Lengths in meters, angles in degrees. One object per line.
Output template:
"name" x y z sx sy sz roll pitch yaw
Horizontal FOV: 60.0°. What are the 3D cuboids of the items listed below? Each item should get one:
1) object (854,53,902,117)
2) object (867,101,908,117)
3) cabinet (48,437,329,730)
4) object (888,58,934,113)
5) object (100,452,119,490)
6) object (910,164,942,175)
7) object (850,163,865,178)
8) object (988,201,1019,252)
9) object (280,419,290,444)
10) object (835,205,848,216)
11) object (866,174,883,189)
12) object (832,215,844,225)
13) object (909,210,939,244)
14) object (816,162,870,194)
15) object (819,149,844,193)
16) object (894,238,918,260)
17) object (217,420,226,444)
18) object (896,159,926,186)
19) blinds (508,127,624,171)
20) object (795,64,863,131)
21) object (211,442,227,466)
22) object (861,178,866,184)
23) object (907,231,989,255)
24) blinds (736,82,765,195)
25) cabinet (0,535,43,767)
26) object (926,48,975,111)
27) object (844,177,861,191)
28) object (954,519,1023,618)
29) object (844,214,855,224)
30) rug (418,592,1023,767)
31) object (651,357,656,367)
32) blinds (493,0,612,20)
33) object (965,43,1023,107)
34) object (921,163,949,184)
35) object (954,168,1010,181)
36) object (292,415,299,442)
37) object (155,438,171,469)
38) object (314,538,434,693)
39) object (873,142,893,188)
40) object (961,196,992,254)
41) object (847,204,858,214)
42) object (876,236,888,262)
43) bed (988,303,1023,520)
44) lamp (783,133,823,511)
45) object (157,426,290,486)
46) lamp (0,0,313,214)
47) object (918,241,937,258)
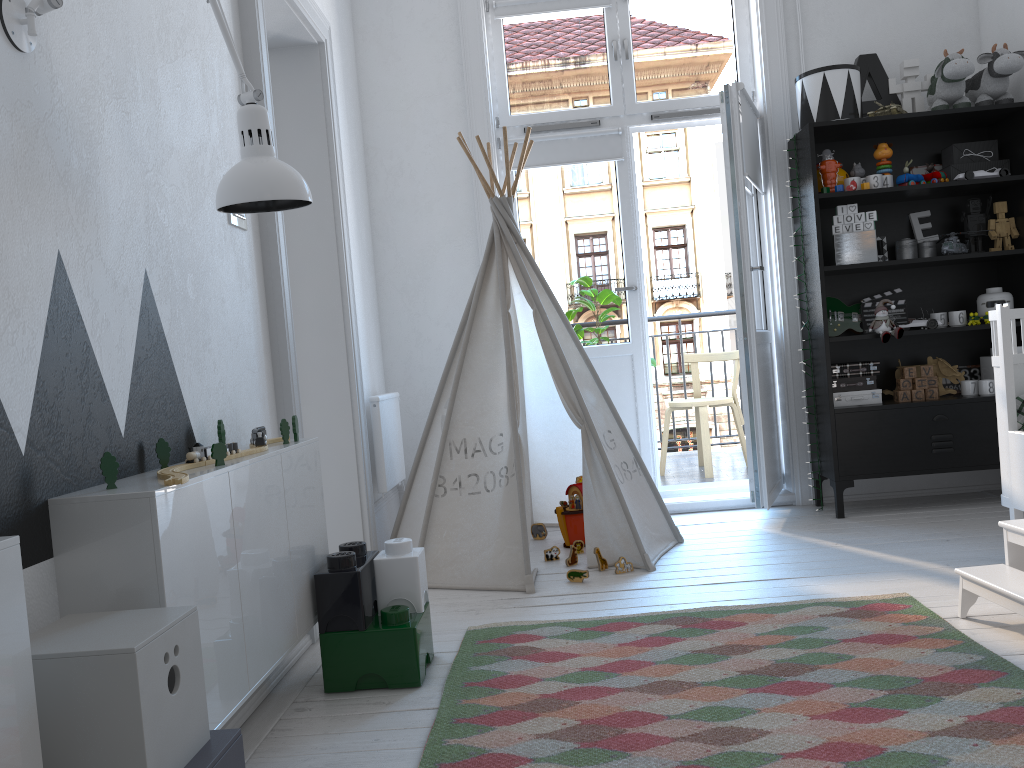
"object" 1.611 -1.307 4.000 0.343 0.344 0.057 -5 2 3
"object" 1.614 -1.181 3.821 0.121 0.100 0.338 -4 2 38
"cabinet" -0.615 0.390 1.906 0.183 0.454 0.970 -5 1 3
"object" 1.784 -1.294 3.961 0.190 0.291 0.065 -5 2 8
"object" -0.676 0.145 1.492 0.029 0.063 0.007 -6 2 -34
"object" 1.985 -0.935 4.008 0.347 0.132 0.037 -5 2 3
"object" 1.544 -0.908 3.956 0.063 0.160 0.063 -5 2 -18
"object" 2.118 -0.677 3.829 0.114 0.221 0.052 -5 2 3
"object" -0.566 0.118 2.212 0.007 0.063 0.029 -4 2 30
"object" 1.416 -0.744 3.811 0.040 0.040 0.040 -5 2 8
"object" 1.552 -0.858 3.795 0.067 0.067 0.067 -5 2 4
"object" 1.403 -0.703 3.818 0.040 0.040 0.040 -5 2 13
"object" 1.863 -0.709 4.012 0.107 0.151 0.055 -5 2 3
"object" 1.410 -0.912 3.887 0.197 0.197 0.318 -5 2 -1
"object" 1.372 -0.912 3.818 0.105 0.203 0.072 -5 2 11
"object" 1.770 -0.596 3.978 0.095 0.110 0.095 -5 2 8
"object" -0.670 0.122 2.047 0.009 0.081 0.037 -5 2 -3
"object" 1.719 -0.902 3.824 0.121 0.126 0.087 -5 2 -20
"blinds" 0.251 -1.130 4.274 0.565 0.158 0.032 -5 2 3
"object" 1.420 -1.247 3.937 0.272 0.259 0.394 -4 2 32
"object" -0.582 0.139 1.762 0.006 0.046 0.037 -4 2 30
"object" 1.521 -0.857 3.856 0.067 0.067 0.067 -6 2 -23
"object" 1.915 -0.603 3.854 0.368 0.106 0.349 -5 1 5
"blinds" 1.073 -1.076 3.952 0.032 0.390 0.565 -4 2 23
"cabinet" -0.682 0.428 0.583 0.183 0.454 0.970 -5 1 3
"object" 1.862 -1.274 3.793 0.154 0.253 0.370 -5 2 11
"object" 1.465 -0.851 3.815 0.067 0.067 0.067 -5 2 4
"object" 1.334 0.493 2.222 0.288 0.246 0.332 -5 2 -2
"object" 1.446 -0.706 3.804 0.040 0.040 0.040 -4 2 23
"rug" 0.456 0.698 1.631 1.320 0.016 2.028 -5 1 3
"object" 0.531 -0.037 5.376 0.720 1.225 0.489 -4 2 13
"blinds" 0.192 -1.821 4.252 0.565 0.087 0.032 -5 2 3
"object" 2.014 -1.287 3.789 0.211 0.253 0.386 -5 2 -13
"object" 1.830 -0.912 3.860 0.087 0.112 0.122 -6 2 -26
"object" 1.992 -0.885 3.764 0.230 0.048 0.098 -5 1 -7
"object" -0.556 0.114 2.279 0.009 0.067 0.054 -5 2 -6
"object" -0.702 0.140 1.786 0.029 0.063 0.007 -6 2 -34
"object" -0.353 0.587 2.306 0.246 0.332 0.246 -5 2 3
"object" 1.607 -0.937 3.829 0.077 0.213 0.077 -4 2 37
"object" 2.044 -0.692 3.895 0.117 0.259 0.081 -5 2 3
"object" 1.456 -0.747 3.798 0.040 0.040 0.040 -5 2 13
"object" 1.662 -0.599 4.017 0.070 0.135 0.028 -5 2 3
"bed" 1.836 0.157 2.154 0.670 0.833 1.403 -5 2 3
"lamp" 1.755 -0.308 3.955 0.985 1.685 0.095 -5 2 1
"object" -0.621 0.138 1.916 0.111 0.047 0.902 -5 1 -2
"lamp" -0.688 -0.682 1.704 0.200 0.656 0.651 -4 2 37
"object" 1.864 -0.594 3.889 0.078 0.091 0.246 -5 1 -2
